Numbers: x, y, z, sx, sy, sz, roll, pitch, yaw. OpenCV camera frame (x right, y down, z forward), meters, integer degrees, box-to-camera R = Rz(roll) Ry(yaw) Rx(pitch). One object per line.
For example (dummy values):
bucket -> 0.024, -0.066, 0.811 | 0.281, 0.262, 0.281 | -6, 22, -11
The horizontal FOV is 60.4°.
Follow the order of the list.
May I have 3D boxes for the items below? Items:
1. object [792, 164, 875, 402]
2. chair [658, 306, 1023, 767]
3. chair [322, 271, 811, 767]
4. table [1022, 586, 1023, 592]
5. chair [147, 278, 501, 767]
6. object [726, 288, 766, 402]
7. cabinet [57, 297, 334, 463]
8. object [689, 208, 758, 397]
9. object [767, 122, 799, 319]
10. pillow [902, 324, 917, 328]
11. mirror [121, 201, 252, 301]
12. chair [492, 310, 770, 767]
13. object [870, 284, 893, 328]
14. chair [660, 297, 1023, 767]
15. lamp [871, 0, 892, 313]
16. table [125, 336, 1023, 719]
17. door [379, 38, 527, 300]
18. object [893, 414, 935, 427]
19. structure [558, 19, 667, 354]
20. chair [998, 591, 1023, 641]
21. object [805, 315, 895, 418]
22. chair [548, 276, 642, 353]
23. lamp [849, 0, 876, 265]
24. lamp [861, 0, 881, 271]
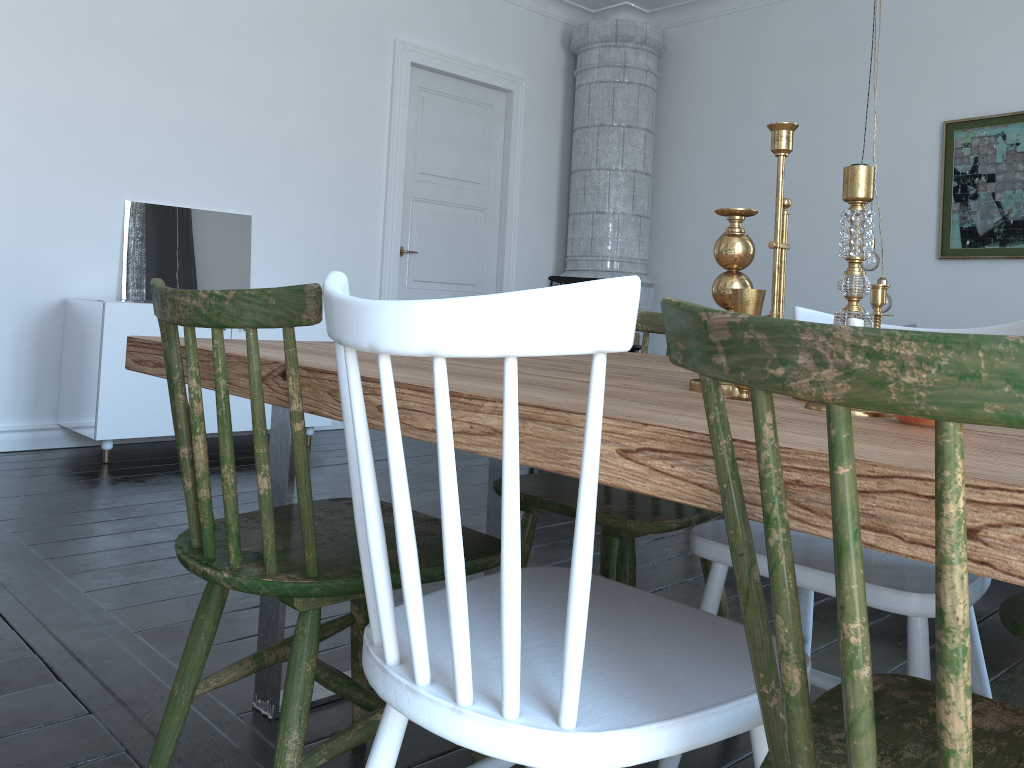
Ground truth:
object -> 0.444, -0.130, 1.142 | 0.140, 0.312, 0.140 | 3, -1, -1
chair -> 0.605, 0.288, 1.529 | 0.508, 0.844, 0.467 | 3, 0, -44
chair -> 0.033, 0.307, 0.973 | 0.508, 0.844, 0.467 | 3, 0, -44
table -> 1.335, 0.387, 3.337 | 0.599, 0.400, 1.407 | 0, 5, -44
chair -> -0.293, 0.265, 1.340 | 0.469, 0.829, 0.484 | 3, 0, 45
object -> 0.289, -0.048, 1.086 | 0.049, 0.139, 0.049 | 4, -1, -44
cabinet -> -1.559, -0.039, 4.483 | 1.198, 0.736, 0.592 | 0, 3, -44
object -> 0.295, -0.110, 1.183 | 0.100, 0.248, 0.101 | 3, -1, -20
object -> 0.430, -0.204, 1.399 | 0.113, 0.412, 0.113 | 3, -1, 8
pillow -> 2.466, -0.043, 4.356 | 0.477, 0.492, 2.065 | 2, 4, -39
mirror -> -1.721, -0.689, 4.707 | 0.694, 0.503, 0.054 | 0, 1, -44
chair -> 0.246, 0.248, 1.852 | 0.469, 0.829, 0.484 | 3, 0, 45
object -> 0.534, -0.065, 1.290 | 0.080, 0.161, 0.080 | 3, 0, 3
chair -> 0.391, 0.363, 0.649 | 0.469, 0.829, 0.484 | 3, 0, 45
lamp -> 1.417, -1.016, 3.323 | 0.089, 1.501, 0.074 | 4, -2, -20
table -> 0.392, 0.370, 1.181 | 1.016, 0.717, 2.237 | 0, 5, -44
door -> -0.418, -0.985, 6.017 | 1.165, 2.481, 0.116 | 4, -2, -44
object -> 0.432, 0.005, 0.912 | 0.084, 0.084, 0.089 | 2, 2, -31
structure -> 0.716, -1.162, 6.335 | 0.778, 2.897, 1.267 | 3, -1, 1
chair -> 0.931, 0.346, 1.161 | 0.469, 0.829, 0.484 | 3, 0, 45
object -> 0.394, -0.023, 1.014 | 0.103, 0.114, 0.102 | 4, 2, 32
chair -> 0.377, -0.103, 4.865 | 0.612, 1.007, 0.906 | 3, 1, 1
lamp -> 1.342, -1.098, 3.388 | 0.074, 1.501, 0.086 | 3, -2, 8
lamp -> 1.383, -1.173, 3.336 | 0.074, 1.501, 0.074 | 3, -2, 3
